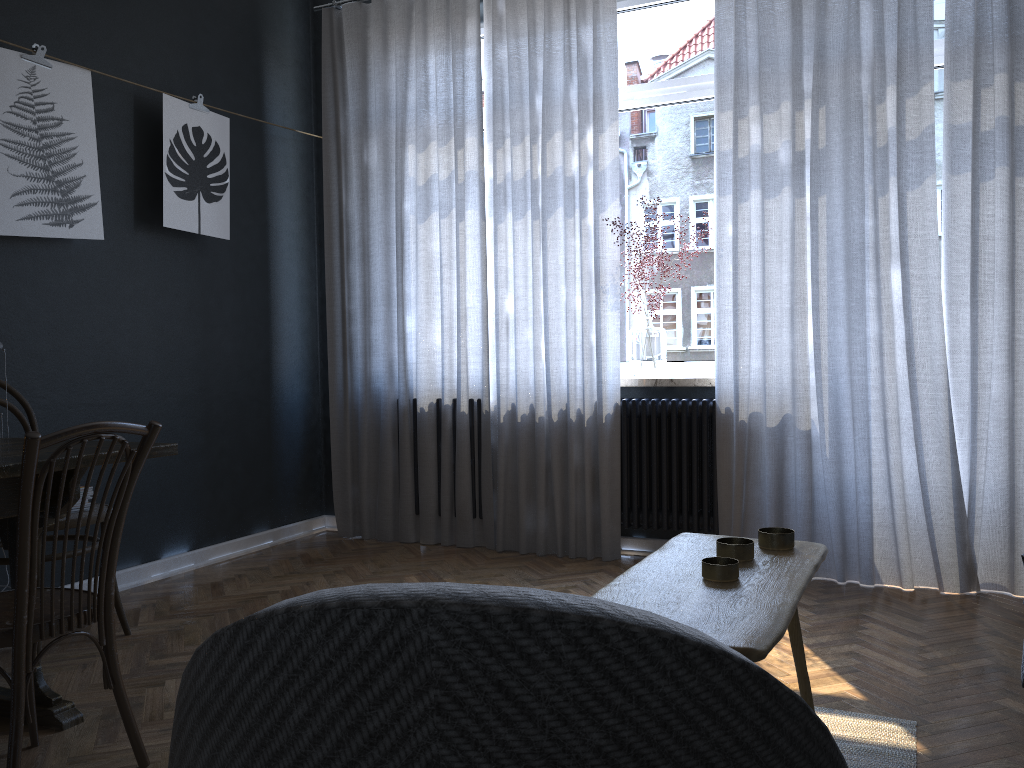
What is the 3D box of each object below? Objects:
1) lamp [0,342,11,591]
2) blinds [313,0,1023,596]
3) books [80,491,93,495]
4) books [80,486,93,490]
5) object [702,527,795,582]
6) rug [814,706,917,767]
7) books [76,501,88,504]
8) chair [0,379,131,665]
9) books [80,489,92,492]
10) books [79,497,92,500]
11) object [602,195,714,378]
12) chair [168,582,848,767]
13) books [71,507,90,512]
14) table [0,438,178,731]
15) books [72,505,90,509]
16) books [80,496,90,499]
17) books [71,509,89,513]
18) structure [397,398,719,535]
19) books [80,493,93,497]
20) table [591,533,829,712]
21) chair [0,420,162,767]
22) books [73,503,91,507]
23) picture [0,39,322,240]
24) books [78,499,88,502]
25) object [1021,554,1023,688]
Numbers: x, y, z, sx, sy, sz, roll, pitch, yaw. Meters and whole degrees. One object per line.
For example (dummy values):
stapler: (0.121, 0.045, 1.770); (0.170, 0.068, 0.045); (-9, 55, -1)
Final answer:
lamp: (-1.688, 0.224, 2.823); (0.242, 1.070, 0.799); (-2, 2, -21)
blinds: (0.832, -0.588, 3.922); (3.992, 2.791, 0.312); (0, 3, 25)
books: (-1.588, 0.369, 2.927); (0.218, 0.008, 0.304); (0, 2, 36)
books: (-1.590, 0.353, 2.929); (0.218, 0.013, 0.304); (0, 2, 37)
object: (0.435, 0.317, 1.681); (0.103, 0.033, 0.368); (0, 2, 35)
rug: (0.150, 0.889, 1.543); (1.003, 0.013, 2.010); (0, 2, 25)
books: (-1.593, 0.400, 2.922); (0.218, 0.008, 0.288); (0, 2, 38)
chair: (-1.614, 0.419, 2.958); (0.549, 0.921, 0.437); (0, 2, 22)
books: (-1.591, 0.362, 2.929); (0.218, 0.008, 0.304); (0, 2, 37)
books: (-1.589, 0.388, 2.930); (0.218, 0.006, 0.304); (0, 2, 37)
object: (0.646, -0.434, 4.114); (0.514, 0.810, 0.599); (-1, 2, -1)
chair: (0.018, 0.507, 0.708); (0.645, 0.812, 0.494); (-1, 2, 3)
books: (-1.589, 0.421, 2.919); (0.218, 0.007, 0.304); (0, 2, 37)
table: (-1.727, 0.547, 1.885); (1.126, 0.728, 1.603); (0, 2, 25)
books: (-1.589, 0.413, 2.921); (0.218, 0.008, 0.304); (0, 2, 37)
books: (-1.589, 0.383, 2.924); (0.218, 0.008, 0.288); (0, 2, 36)
books: (-1.588, 0.428, 2.921); (0.218, 0.008, 0.304); (0, 2, 32)
structure: (0.244, 0.367, 4.310); (1.846, 0.601, 0.215); (0, 2, 25)
books: (-1.586, 0.376, 2.925); (0.218, 0.008, 0.304); (0, 2, 36)
table: (0.358, 0.611, 1.582); (0.339, 0.550, 0.787); (0, 2, 25)
chair: (-1.049, 0.487, 1.944); (0.467, 0.820, 0.362); (0, 3, 24)
books: (-1.589, 0.405, 2.918); (0.218, 0.013, 0.304); (0, 2, 37)
picture: (-1.917, -0.900, 2.843); (0.058, 0.771, 4.454); (0, 2, 25)
books: (-1.594, 0.394, 2.923); (0.218, 0.008, 0.288); (0, 2, 38)
object: (1.407, 0.482, 1.958); (0.490, 0.329, 0.666); (0, 2, 30)
